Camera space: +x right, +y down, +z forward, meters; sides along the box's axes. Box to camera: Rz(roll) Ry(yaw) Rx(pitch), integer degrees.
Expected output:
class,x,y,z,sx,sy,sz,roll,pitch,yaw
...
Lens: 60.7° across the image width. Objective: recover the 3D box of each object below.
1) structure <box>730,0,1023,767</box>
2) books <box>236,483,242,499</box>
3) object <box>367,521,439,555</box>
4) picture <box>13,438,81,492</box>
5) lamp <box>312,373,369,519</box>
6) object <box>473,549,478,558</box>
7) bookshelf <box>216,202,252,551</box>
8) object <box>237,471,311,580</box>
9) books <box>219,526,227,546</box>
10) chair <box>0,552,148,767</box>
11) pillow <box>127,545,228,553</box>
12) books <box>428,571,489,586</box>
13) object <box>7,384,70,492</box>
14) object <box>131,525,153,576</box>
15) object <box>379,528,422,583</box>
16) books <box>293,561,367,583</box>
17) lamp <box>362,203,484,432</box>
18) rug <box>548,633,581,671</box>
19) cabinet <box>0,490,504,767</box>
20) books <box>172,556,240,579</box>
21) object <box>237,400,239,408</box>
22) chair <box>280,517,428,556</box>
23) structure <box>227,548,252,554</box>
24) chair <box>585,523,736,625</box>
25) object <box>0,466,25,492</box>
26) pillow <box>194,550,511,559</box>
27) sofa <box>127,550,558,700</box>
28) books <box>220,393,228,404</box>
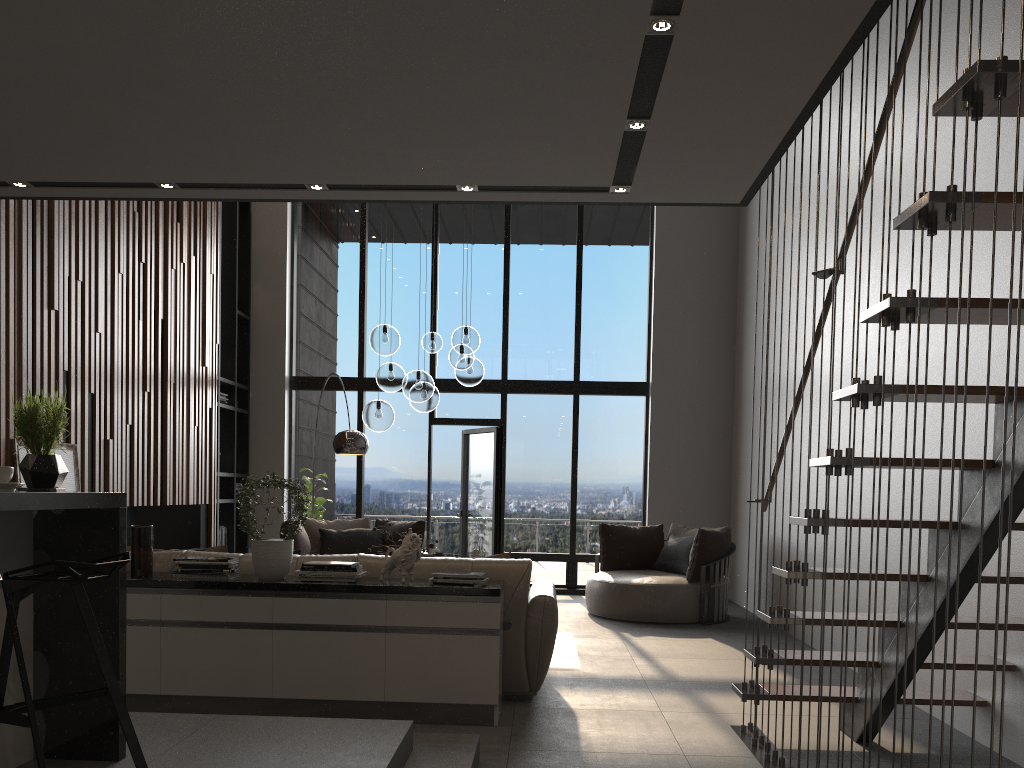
class,x,y,z,sx,sy,sz,roll,pitch,yaw
structure,1.713,-1.410,2.597,1.179,6.060,3.596,1,0,2
books,-3.288,1.231,10.116,0.218,0.190,0.375,1,-5,2
object,-0.855,1.351,6.765,0.543,0.604,0.316,2,0,-27
picture,-3.057,0.882,5.821,0.101,1.000,0.730,1,-1,2
lamp,-1.768,1.057,8.674,0.320,2.336,2.034,0,-1,-21
object,-0.358,1.441,6.602,0.316,0.398,0.320,1,-2,21
bookshelf,-3.266,-0.809,9.561,0.338,5.327,1.453,1,2,2
object,-1.258,0.742,4.608,0.385,0.577,0.215,1,1,-17
books,-3.308,1.720,9.735,0.174,0.287,0.334,1,-3,2
chair,-1.349,0.774,1.866,0.434,0.735,1.737,1,-6,2
pillow,-2.352,1.219,5.422,1.383,0.548,0.765,-2,-5,32
books,-0.275,1.017,4.584,0.293,0.054,0.184,0,-6,6
object,-1.517,0.160,2.805,0.186,0.370,0.196,1,0,-43
object,-1.961,0.882,4.637,0.109,0.268,0.109,1,1,8
object,-0.582,0.899,4.597,0.207,0.290,0.136,1,0,21
books,-0.950,0.986,4.590,0.348,0.100,0.195,1,-5,2
lamp,-0.623,-2.104,6.632,1.231,5.008,1.225,1,2,-1
rug,-0.652,1.989,6.658,2.297,0.020,1.617,1,-7,2
cabinet,-1.947,-0.274,1.711,3.619,3.240,6.234,1,-5,2
books,-1.603,0.970,4.617,0.325,0.099,0.206,1,-5,2
object,-3.216,0.174,10.100,0.059,0.233,0.189,1,-1,5
chair,-1.564,1.760,8.539,1.480,0.900,1.452,-1,-5,29
structure,-3.263,1.768,7.138,0.667,0.457,6.568,1,-7,2
chair,1.474,1.845,8.705,1.442,0.899,1.490,0,-5,19
object,-1.436,0.263,2.421,0.155,0.070,0.155,4,-6,-29
pillow,-0.969,1.223,5.268,1.940,0.500,0.544,1,-3,1
sofa,-1.333,1.458,5.769,3.242,0.819,1.886,1,-6,2
books,-3.276,0.164,9.618,0.219,0.128,0.324,1,-6,2
